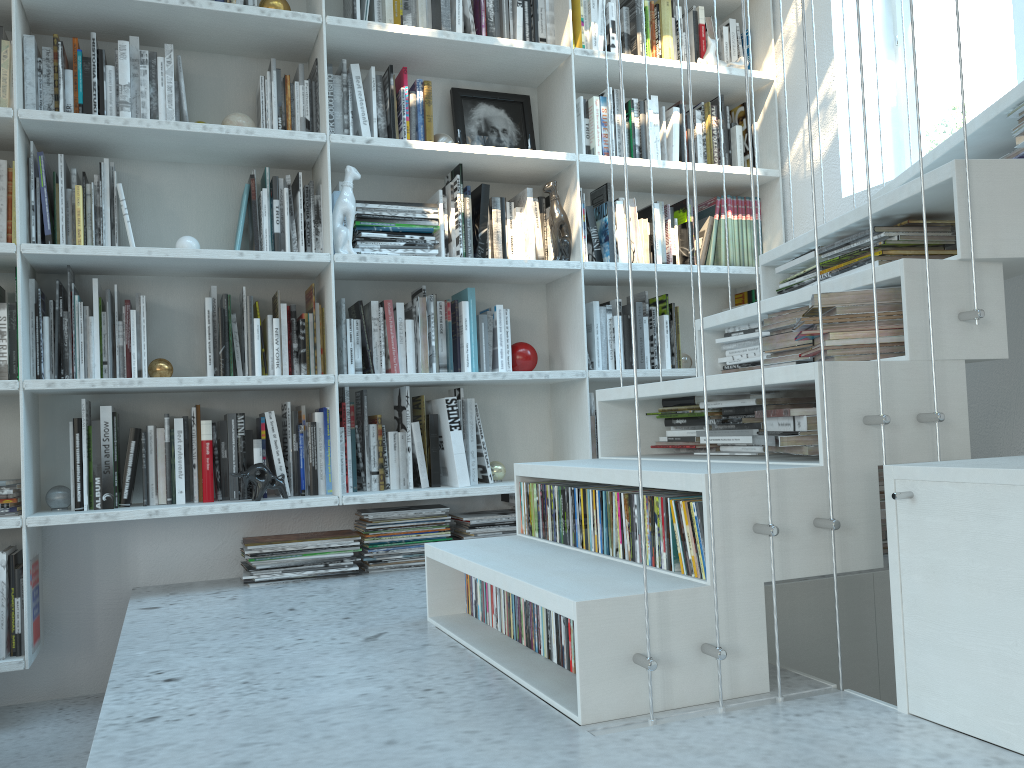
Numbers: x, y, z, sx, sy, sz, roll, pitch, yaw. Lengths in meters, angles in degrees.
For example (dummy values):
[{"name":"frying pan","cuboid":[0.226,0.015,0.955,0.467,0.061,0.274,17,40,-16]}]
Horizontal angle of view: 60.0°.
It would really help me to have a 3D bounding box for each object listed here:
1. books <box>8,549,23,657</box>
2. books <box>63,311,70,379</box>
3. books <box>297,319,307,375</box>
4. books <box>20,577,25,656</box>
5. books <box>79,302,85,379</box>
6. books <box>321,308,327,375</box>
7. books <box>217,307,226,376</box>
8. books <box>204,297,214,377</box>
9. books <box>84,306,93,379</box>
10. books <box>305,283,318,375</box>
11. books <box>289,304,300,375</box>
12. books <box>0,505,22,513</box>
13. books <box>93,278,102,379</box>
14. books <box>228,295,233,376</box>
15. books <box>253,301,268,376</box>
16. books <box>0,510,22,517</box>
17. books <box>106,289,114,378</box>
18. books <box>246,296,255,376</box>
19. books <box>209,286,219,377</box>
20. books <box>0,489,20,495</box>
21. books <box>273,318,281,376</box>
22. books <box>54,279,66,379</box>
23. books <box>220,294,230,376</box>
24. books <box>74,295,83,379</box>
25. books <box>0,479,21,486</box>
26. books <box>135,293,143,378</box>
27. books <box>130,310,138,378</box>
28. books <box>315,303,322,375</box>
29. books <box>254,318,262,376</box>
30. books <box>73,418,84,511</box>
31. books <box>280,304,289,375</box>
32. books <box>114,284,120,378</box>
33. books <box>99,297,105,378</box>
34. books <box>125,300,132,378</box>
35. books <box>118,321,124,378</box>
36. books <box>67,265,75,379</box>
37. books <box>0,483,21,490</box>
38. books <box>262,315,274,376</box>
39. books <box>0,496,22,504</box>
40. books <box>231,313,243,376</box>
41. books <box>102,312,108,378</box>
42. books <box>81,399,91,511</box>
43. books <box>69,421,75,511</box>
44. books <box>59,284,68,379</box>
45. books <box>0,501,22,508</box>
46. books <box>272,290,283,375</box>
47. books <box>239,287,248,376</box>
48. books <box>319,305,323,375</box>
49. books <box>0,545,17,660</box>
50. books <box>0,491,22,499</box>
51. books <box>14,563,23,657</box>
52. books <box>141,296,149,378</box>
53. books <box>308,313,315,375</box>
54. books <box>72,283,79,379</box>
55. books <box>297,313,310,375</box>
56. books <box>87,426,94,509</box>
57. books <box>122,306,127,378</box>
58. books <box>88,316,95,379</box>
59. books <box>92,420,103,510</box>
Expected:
[{"name":"books","cuboid":[-1.370,0.601,2.454,0.015,0.270,0.157,-2,-3,-21]},{"name":"books","cuboid":[-1.304,-0.101,2.609,0.013,0.204,0.154,-2,-3,-21]},{"name":"books","cuboid":[-0.676,-0.106,2.822,0.016,0.180,0.189,-2,-3,-21]},{"name":"books","cuboid":[-1.344,0.632,2.461,0.012,0.206,0.161,-2,-3,-21]},{"name":"books","cuboid":[-1.255,-0.115,2.604,0.011,0.226,0.188,-2,-3,-21]},{"name":"books","cuboid":[-0.621,-0.127,2.880,0.009,0.223,0.146,-2,-3,-21]},{"name":"books","cuboid":[-0.904,-0.118,2.748,0.015,0.215,0.178,-2,-3,-21]},{"name":"books","cuboid":[-0.940,-0.134,2.751,0.019,0.251,0.130,-2,-3,-21]},{"name":"books","cuboid":[-1.249,-0.110,2.619,0.013,0.218,0.161,-2,-3,-21]},{"name":"books","cuboid":[-0.645,-0.163,2.849,0.007,0.295,0.162,-2,-3,-21]},{"name":"books","cuboid":[-0.704,-0.129,2.841,0.021,0.231,0.155,-2,-3,-21]},{"name":"books","cuboid":[-1.505,0.350,2.447,0.285,0.012,0.159,-2,-3,-16]},{"name":"books","cuboid":[-1.223,-0.150,2.624,0.014,0.297,0.175,-2,-3,-21]},{"name":"books","cuboid":[-0.884,-0.139,2.771,0.008,0.258,0.158,-2,-3,-21]},{"name":"books","cuboid":[-0.800,-0.133,2.814,0.030,0.244,0.136,-2,-3,-21]},{"name":"books","cuboid":[-1.503,0.361,2.442,0.285,0.012,0.159,-1,-3,-18]},{"name":"books","cuboid":[-1.195,-0.136,2.640,0.012,0.267,0.183,-2,-3,-21]},{"name":"books","cuboid":[-0.824,-0.137,2.773,0.018,0.251,0.184,-2,-3,-21]},{"name":"books","cuboid":[-0.930,-0.152,2.769,0.016,0.289,0.131,-2,-3,-21]},{"name":"books","cuboid":[-1.504,0.300,2.438,0.254,0.012,0.161,-1,-3,-21]},{"name":"books","cuboid":[-0.753,-0.105,2.804,0.019,0.183,0.190,-2,-3,-21]},{"name":"books","cuboid":[-1.324,-0.147,2.597,0.018,0.295,0.177,-2,-3,-21]},{"name":"books","cuboid":[-0.895,-0.140,2.767,0.015,0.262,0.149,-2,-3,-21]},{"name":"books","cuboid":[-1.271,-0.125,2.609,0.013,0.248,0.165,-2,-3,-21]},{"name":"books","cuboid":[-1.505,0.276,2.441,0.254,0.012,0.161,-2,-3,-12]},{"name":"books","cuboid":[-1.123,-0.134,2.676,0.014,0.261,0.142,-2,-3,-21]},{"name":"books","cuboid":[-1.133,-0.107,2.666,0.014,0.207,0.180,-2,-3,-21]},{"name":"books","cuboid":[-0.642,-0.134,2.878,0.019,0.240,0.134,-2,-3,-21]},{"name":"books","cuboid":[-0.805,-0.103,2.778,0.018,0.182,0.182,-2,-3,-21]},{"name":"books","cuboid":[-1.255,0.233,2.584,0.023,0.262,0.186,-2,-3,-21]},{"name":"books","cuboid":[-0.733,-0.128,2.816,0.018,0.229,0.182,-2,-3,-21]},{"name":"books","cuboid":[-1.182,-0.144,2.663,0.006,0.285,0.159,-2,-3,-21]},{"name":"books","cuboid":[-1.220,-0.124,2.645,0.007,0.247,0.153,-2,-3,-21]},{"name":"books","cuboid":[-1.149,-0.122,2.664,0.015,0.238,0.176,-2,-3,-21]},{"name":"books","cuboid":[-1.171,-0.092,2.663,0.013,0.179,0.140,-2,-3,-21]},{"name":"books","cuboid":[-1.301,-0.170,2.624,0.007,0.342,0.149,-2,-3,-21]},{"name":"books","cuboid":[-1.507,0.289,2.447,0.285,0.012,0.159,-2,-3,-17]},{"name":"books","cuboid":[-0.771,-0.110,2.803,0.015,0.195,0.175,-2,-3,-21]},{"name":"books","cuboid":[-1.505,0.325,2.443,0.285,0.012,0.159,-1,-3,-18]},{"name":"books","cuboid":[-0.872,-0.113,2.795,0.031,0.208,0.122,-2,-3,-21]},{"name":"books","cuboid":[-1.209,-0.103,2.646,0.013,0.203,0.167,-2,-3,-21]},{"name":"books","cuboid":[-1.241,0.206,2.592,0.010,0.316,0.187,-2,-3,-21]},{"name":"books","cuboid":[-1.278,0.239,2.596,0.012,0.254,0.161,-2,-3,-21]},{"name":"books","cuboid":[-1.311,-0.140,2.600,0.006,0.281,0.155,-2,-3,-21]},{"name":"books","cuboid":[-1.505,0.337,2.445,0.254,0.012,0.161,-2,-3,-15]},{"name":"books","cuboid":[-0.745,-0.150,2.814,0.006,0.274,0.173,-2,-3,-21]},{"name":"books","cuboid":[-0.845,-0.152,2.793,0.007,0.285,0.159,-2,-3,-21]},{"name":"books","cuboid":[-0.631,-0.132,2.886,0.007,0.235,0.131,-2,-3,-21]},{"name":"books","cuboid":[-1.380,0.592,2.428,0.021,0.285,0.172,-2,-3,-21]},{"name":"books","cuboid":[-1.506,0.313,2.448,0.254,0.012,0.161,-2,-3,-16]},{"name":"books","cuboid":[-1.352,0.618,2.446,0.013,0.233,0.149,-2,-3,-21]},{"name":"books","cuboid":[-1.111,-0.129,2.682,0.013,0.251,0.173,-2,-3,-21]},{"name":"books","cuboid":[-0.655,-0.117,2.851,0.013,0.203,0.158,-2,-3,-21]},{"name":"books","cuboid":[-1.279,-0.142,2.605,0.005,0.283,0.159,-2,-3,-21]},{"name":"books","cuboid":[-0.672,-0.117,2.854,0.016,0.205,0.141,-2,-3,-21]},{"name":"books","cuboid":[-1.237,0.245,2.618,0.015,0.240,0.152,-2,-3,-21]},{"name":"books","cuboid":[-1.162,-0.114,2.669,0.008,0.222,0.134,-2,-3,-21]},{"name":"books","cuboid":[-1.234,-0.095,2.619,0.013,0.186,0.184,-2,-3,-21]},{"name":"books","cuboid":[-1.211,0.235,2.603,0.023,0.256,0.178,-2,-3,-21]}]
